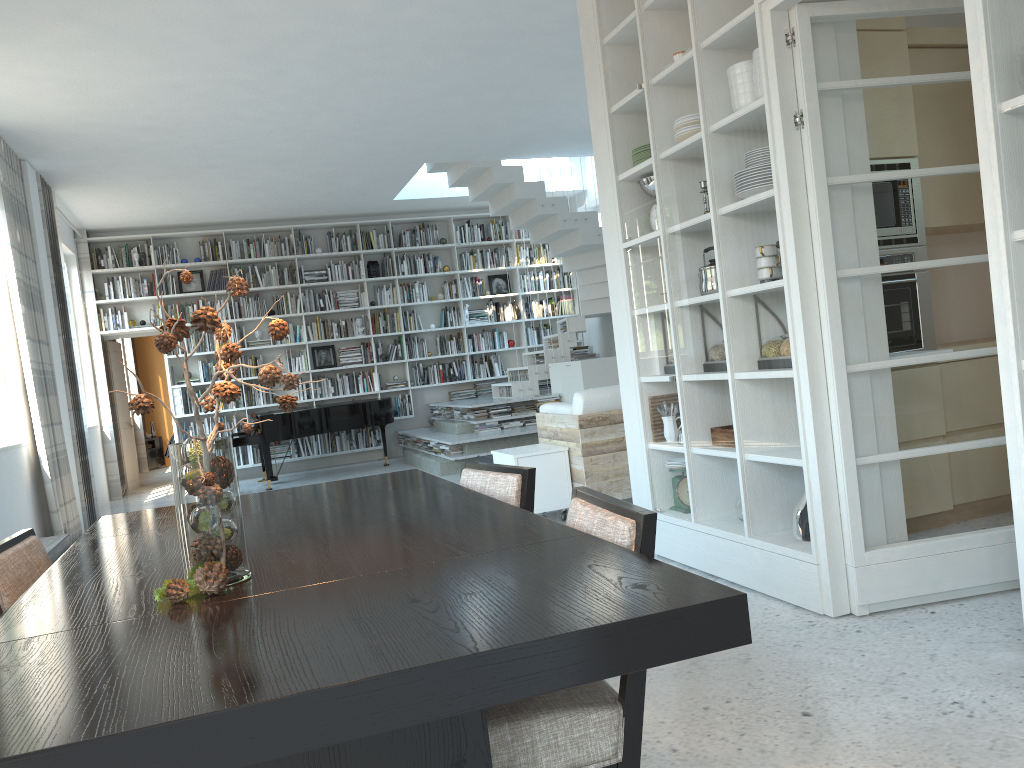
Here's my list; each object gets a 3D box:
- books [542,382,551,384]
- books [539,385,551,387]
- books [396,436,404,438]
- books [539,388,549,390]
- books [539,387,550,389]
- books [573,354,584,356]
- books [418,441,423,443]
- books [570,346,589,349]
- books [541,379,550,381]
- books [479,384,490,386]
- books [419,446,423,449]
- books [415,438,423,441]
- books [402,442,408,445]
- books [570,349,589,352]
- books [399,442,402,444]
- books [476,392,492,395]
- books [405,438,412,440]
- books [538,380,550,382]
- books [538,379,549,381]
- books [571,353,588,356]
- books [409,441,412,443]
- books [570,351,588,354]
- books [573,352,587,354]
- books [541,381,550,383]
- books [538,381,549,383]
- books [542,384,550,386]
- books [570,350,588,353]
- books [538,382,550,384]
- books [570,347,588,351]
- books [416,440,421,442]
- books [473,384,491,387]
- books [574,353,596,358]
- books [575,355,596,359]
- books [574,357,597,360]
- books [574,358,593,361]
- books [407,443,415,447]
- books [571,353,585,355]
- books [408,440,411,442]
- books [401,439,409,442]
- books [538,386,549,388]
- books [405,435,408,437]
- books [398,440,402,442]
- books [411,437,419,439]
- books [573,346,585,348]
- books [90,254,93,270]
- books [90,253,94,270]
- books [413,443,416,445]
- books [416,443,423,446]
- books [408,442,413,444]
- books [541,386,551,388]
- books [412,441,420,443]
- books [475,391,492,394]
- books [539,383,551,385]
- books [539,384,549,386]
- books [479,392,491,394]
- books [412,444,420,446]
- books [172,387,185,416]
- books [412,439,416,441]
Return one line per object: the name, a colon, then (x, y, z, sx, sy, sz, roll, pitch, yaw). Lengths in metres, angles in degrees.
books: (0.351, 0.004, 12.471, 0.354, 0.009, 0.198, -7, 2, -21)
books: (0.354, 0.040, 12.472, 0.359, 0.009, 0.201, -7, 2, -15)
books: (-1.420, 0.691, 11.765, 0.191, 0.013, 0.243, -7, 2, -22)
books: (0.357, 0.076, 12.478, 0.320, 0.009, 0.203, -7, 2, -19)
books: (0.359, 0.067, 12.468, 0.320, 0.009, 0.203, -7, 1, -13)
books: (0.931, -0.400, 12.200, 0.232, 0.006, 0.137, -7, 2, -23)
books: (-1.022, 0.680, 10.609, 0.169, 0.009, 0.241, -7, 2, -18)
books: (0.920, -0.499, 12.194, 0.228, 0.011, 0.159, -7, 2, -19)
books: (0.346, -0.039, 12.469, 0.354, 0.009, 0.198, -7, 2, -21)
books: (-0.376, 0.012, 12.229, 0.254, 0.006, 0.161, -7, 2, -23)
books: (-1.020, 0.751, 10.609, 0.161, 0.008, 0.254, -7, 1, -13)
books: (-1.036, 0.657, 10.604, 0.179, 0.012, 0.249, -7, 2, -21)
books: (-1.311, 0.761, 11.492, 0.189, 0.030, 0.237, -7, 2, -18)
books: (0.924, -0.462, 12.197, 0.235, 0.014, 0.155, -7, 2, -17)
books: (-1.393, 0.770, 11.774, 0.171, 0.016, 0.241, -7, 2, -18)
books: (-0.362, 0.128, 12.233, 0.285, 0.007, 0.159, -7, 1, -13)
books: (-1.226, 0.685, 11.196, 0.180, 0.015, 0.294, -7, 2, -20)
books: (0.347, -0.030, 12.470, 0.315, 0.009, 0.199, -7, 2, -21)
books: (0.344, -0.047, 12.472, 0.354, 0.009, 0.198, -7, 2, -20)
books: (0.931, -0.407, 12.198, 0.192, 0.008, 0.160, -7, 2, -18)
books: (-1.201, 0.725, 11.204, 0.149, 0.007, 0.300, -7, 2, -18)
books: (0.924, -0.436, 12.207, 0.214, 0.011, 0.121, -7, 2, -23)
books: (0.926, -0.426, 12.205, 0.227, 0.009, 0.144, -7, 2, -18)
books: (0.349, -0.013, 12.470, 0.354, 0.009, 0.198, -7, 2, -15)
books: (0.350, -0.022, 12.465, 0.315, 0.009, 0.199, -7, 1, -13)
books: (0.351, 0.031, 12.477, 0.320, 0.009, 0.203, -7, 2, -19)
books: (0.924, -0.448, 12.202, 0.206, 0.014, 0.150, -7, 2, -18)
books: (0.351, -0.005, 12.468, 0.315, 0.009, 0.199, -7, 1, -14)
books: (0.918, -0.481, 12.207, 0.232, 0.025, 0.123, -7, 2, -21)
books: (-1.031, 0.669, 10.606, 0.165, 0.014, 0.236, -7, 2, -23)
books: (-0.377, 0.017, 12.233, 0.285, 0.005, 0.159, -7, 2, -21)
books: (0.989, -0.388, 12.012, 0.267, 0.026, 0.161, -7, 2, -13)
books: (0.994, -0.363, 12.008, 0.233, 0.025, 0.157, -7, 2, -22)
books: (0.992, -0.344, 12.020, 0.278, 0.012, 0.177, -7, 1, -14)
books: (1.000, -0.336, 12.001, 0.295, 0.006, 0.146, -7, 2, -20)
books: (-1.217, 0.758, 11.199, 0.177, 0.026, 0.230, -7, 2, -15)
books: (0.926, -0.416, 12.209, 0.182, 0.011, 0.131, -7, 2, -20)
books: (-1.221, 0.702, 11.198, 0.171, 0.020, 0.193, -7, 2, -14)
books: (-1.324, 0.721, 11.488, 0.191, 0.028, 0.212, -7, 2, -14)
books: (0.353, 0.049, 12.478, 0.359, 0.009, 0.201, -7, 2, -17)
books: (-1.299, 0.665, 11.496, 0.135, 0.014, 0.297, -7, 2, -17)
books: (-1.406, 0.749, 11.770, 0.179, 0.012, 0.261, -7, 2, -15)
books: (-1.129, 0.658, 10.900, 0.171, 0.015, 0.253, -7, 2, -21)
books: (0.920, -0.508, 12.189, 0.230, 0.006, 0.152, -7, 1, -13)
books: (-5.066, -1.455, 10.683, 0.014, 0.219, 0.188, -7, 2, -18)
books: (-5.056, -1.462, 10.709, 0.023, 0.228, 0.130, -7, 2, -18)
books: (-1.111, 0.726, 10.906, 0.164, 0.012, 0.205, -7, 2, -18)
books: (-1.027, 0.713, 10.607, 0.182, 0.013, 0.287, -7, 2, -17)
books: (-1.213, 0.737, 11.200, 0.172, 0.014, 0.221, -7, 2, -17)
books: (0.358, 0.058, 12.467, 0.359, 0.009, 0.201, -7, 2, -23)
books: (-1.119, 0.708, 10.903, 0.159, 0.011, 0.246, -7, 2, -22)
books: (-0.366, 0.114, 12.239, 0.285, 0.007, 0.159, -7, 2, -16)
books: (0.349, 0.013, 12.476, 0.359, 0.009, 0.201, -7, 2, -19)
books: (0.351, 0.022, 12.474, 0.320, 0.009, 0.203, -7, 2, -20)
books: (-0.364, 0.121, 12.235, 0.254, 0.007, 0.161, -7, 2, -22)
books: (-1.115, 0.739, 10.905, 0.159, 0.012, 0.292, -7, 2, -21)
books: (-4.124, 0.216, 10.964, 0.106, 0.340, 0.307, -7, 2, -18)
books: (-1.134, 0.674, 10.898, 0.182, 0.016, 0.199, -7, 1, -13)
